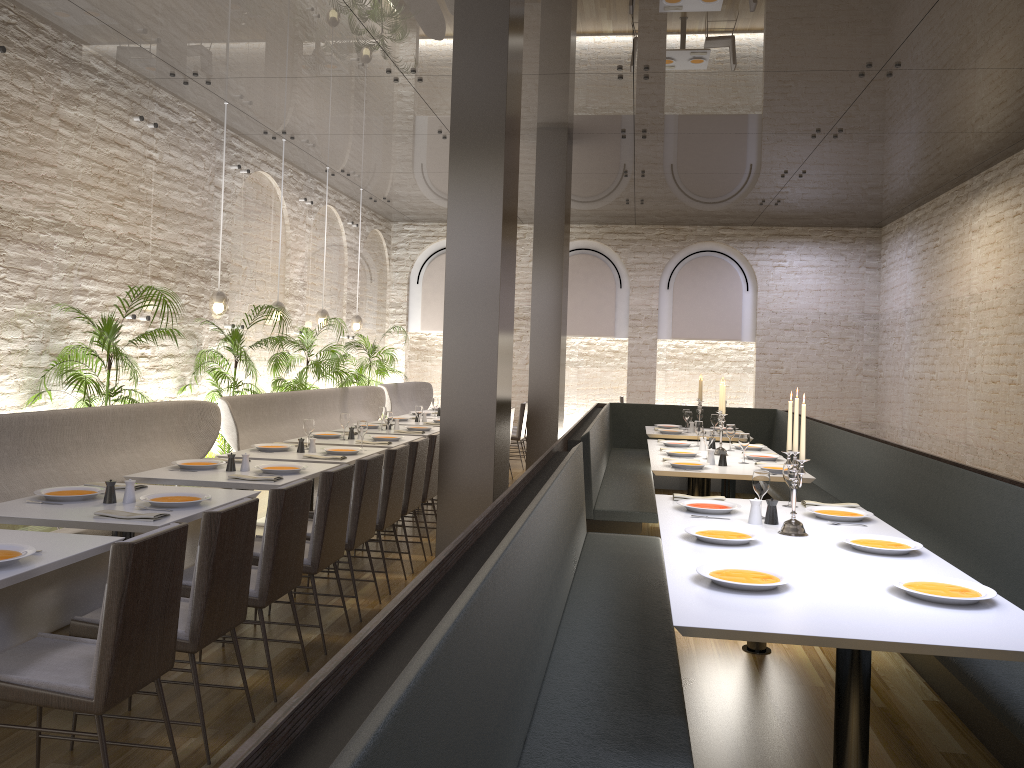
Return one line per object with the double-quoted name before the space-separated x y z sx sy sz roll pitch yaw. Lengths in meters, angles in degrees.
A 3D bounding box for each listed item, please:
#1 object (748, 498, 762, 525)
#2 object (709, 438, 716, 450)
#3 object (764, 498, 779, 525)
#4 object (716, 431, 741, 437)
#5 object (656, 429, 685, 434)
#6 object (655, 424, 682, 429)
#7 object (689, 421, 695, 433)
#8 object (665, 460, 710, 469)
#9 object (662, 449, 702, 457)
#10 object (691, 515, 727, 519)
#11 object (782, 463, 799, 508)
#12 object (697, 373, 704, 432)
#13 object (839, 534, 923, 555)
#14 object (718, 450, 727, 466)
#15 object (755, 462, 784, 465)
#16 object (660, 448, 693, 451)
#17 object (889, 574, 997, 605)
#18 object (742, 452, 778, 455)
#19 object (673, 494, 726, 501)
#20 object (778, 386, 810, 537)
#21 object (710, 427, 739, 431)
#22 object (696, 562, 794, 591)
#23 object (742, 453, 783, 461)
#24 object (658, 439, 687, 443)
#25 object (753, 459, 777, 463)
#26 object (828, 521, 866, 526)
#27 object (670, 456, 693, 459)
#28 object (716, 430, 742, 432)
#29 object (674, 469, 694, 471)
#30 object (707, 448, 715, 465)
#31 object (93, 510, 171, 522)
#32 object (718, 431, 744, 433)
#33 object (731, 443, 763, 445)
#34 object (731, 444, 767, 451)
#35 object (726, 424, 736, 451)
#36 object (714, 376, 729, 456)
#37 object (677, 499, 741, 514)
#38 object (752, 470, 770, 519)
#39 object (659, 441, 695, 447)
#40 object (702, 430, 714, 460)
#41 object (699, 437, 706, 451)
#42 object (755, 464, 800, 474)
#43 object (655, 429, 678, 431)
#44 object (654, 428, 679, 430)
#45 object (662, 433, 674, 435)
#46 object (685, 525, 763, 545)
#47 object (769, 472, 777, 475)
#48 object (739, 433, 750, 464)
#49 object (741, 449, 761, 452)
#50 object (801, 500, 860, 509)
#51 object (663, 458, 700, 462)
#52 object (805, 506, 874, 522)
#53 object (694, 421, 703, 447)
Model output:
"object" 1.147 0.599 4.172 0.069 0.127 0.069 2 0 2
"object" 1.737 0.523 7.679 0.069 0.127 0.069 2 0 2
"object" 1.227 0.602 4.185 0.069 0.127 0.069 2 0 2
"object" 2.334 0.538 9.439 0.321 0.036 0.322 1 2 -16
"object" 1.707 0.514 9.529 0.321 0.036 0.322 1 2 -16
"object" 1.811 0.498 10.268 0.322 0.036 0.321 2 2 4
"object" 1.983 0.475 9.768 0.068 0.127 0.069 2 0 -40
"object" 1.266 0.585 6.393 0.321 0.036 0.322 2 2 6
"object" 1.380 0.567 7.211 0.321 0.036 0.321 3 2 28
"object" 0.959 0.643 4.276 0.185 0.010 0.017 2 1 8
"object" 1.487 0.539 4.728 0.086 0.231 0.086 2 -1 20
"object" 2.094 0.205 9.866 0.131 0.657 0.390 2 0 19
"object" 1.521 0.668 3.658 0.321 0.036 0.322 1 2 -16
"object" 1.561 0.548 6.559 0.069 0.127 0.069 2 0 39
"object" 1.968 0.609 6.641 0.273 0.033 0.142 2 1 8
"object" 1.401 0.565 7.553 0.273 0.033 0.142 2 1 8
"object" 1.417 0.685 2.923 0.321 0.036 0.322 1 2 -16
"object" 2.082 0.590 7.456 0.273 0.033 0.142 2 1 8
"object" 1.019 0.620 4.834 0.273 0.033 0.142 2 1 8
"object" 1.261 0.339 3.946 0.131 0.657 0.390 2 0 19
"object" 2.438 0.521 10.177 0.321 0.036 0.322 1 2 -34
"object" 0.790 0.661 3.014 0.321 0.036 0.322 1 2 -16
"object" 2.008 0.590 7.121 0.321 0.036 0.321 3 2 28
"object" 1.521 0.546 8.404 0.273 0.033 0.142 2 1 8
"object" 1.977 0.602 6.927 0.181 0.015 0.038 2 1 10
"object" 1.594 0.663 4.209 0.181 0.015 0.038 2 1 10
"object" 1.341 0.582 6.994 0.185 0.010 0.017 2 1 8
"object" 2.421 0.536 9.862 0.273 0.033 0.142 2 1 8
"object" 1.226 0.600 6.179 0.185 0.010 0.017 2 1 8
"object" 1.487 0.544 6.619 0.069 0.127 0.069 2 0 31
"object" -1.637 0.566 3.821 0.273 0.033 0.142 2 1 8
"object" 2.399 0.539 9.709 0.273 0.033 0.142 2 1 8
"object" 2.202 0.571 8.307 0.273 0.033 0.142 2 1 8
"object" 2.127 0.571 7.963 0.322 0.036 0.321 2 2 4
"object" 1.915 0.470 7.767 0.086 0.231 0.086 2 -1 20
"object" 1.741 0.261 7.357 0.131 0.657 0.390 2 0 19
"object" 0.999 0.628 4.502 0.321 0.036 0.321 3 2 28
"object" 1.217 0.541 4.336 0.086 0.231 0.086 2 -1 20
"object" 1.499 0.548 8.054 0.322 0.036 0.321 2 2 4
"object" 1.548 0.479 6.999 0.086 0.231 0.086 2 -1 8
"object" 1.656 0.520 7.694 0.069 0.127 0.069 2 0 2
"object" 1.893 0.609 6.302 0.321 0.036 0.322 1 2 -16
"object" 1.719 0.514 9.812 0.273 0.033 0.142 2 1 8
"object" 1.741 0.511 9.965 0.273 0.033 0.142 2 1 8
"object" 1.669 0.529 9.326 0.185 0.010 0.017 2 1 8
"object" 0.893 0.645 3.749 0.321 0.036 0.322 1 2 -16
"object" 1.862 0.620 6.112 0.181 0.015 0.038 2 1 10
"object" 1.776 0.492 6.780 0.086 0.231 0.086 2 -1 -40
"object" 2.097 0.583 7.778 0.181 0.015 0.038 2 1 10
"object" 1.700 0.645 4.738 0.273 0.033 0.142 2 1 8
"object" 1.286 0.583 6.737 0.273 0.033 0.142 2 1 8
"object" 1.627 0.651 4.411 0.321 0.036 0.321 3 2 28
"object" 1.701 0.454 8.088 0.086 0.231 0.086 2 -1 20
